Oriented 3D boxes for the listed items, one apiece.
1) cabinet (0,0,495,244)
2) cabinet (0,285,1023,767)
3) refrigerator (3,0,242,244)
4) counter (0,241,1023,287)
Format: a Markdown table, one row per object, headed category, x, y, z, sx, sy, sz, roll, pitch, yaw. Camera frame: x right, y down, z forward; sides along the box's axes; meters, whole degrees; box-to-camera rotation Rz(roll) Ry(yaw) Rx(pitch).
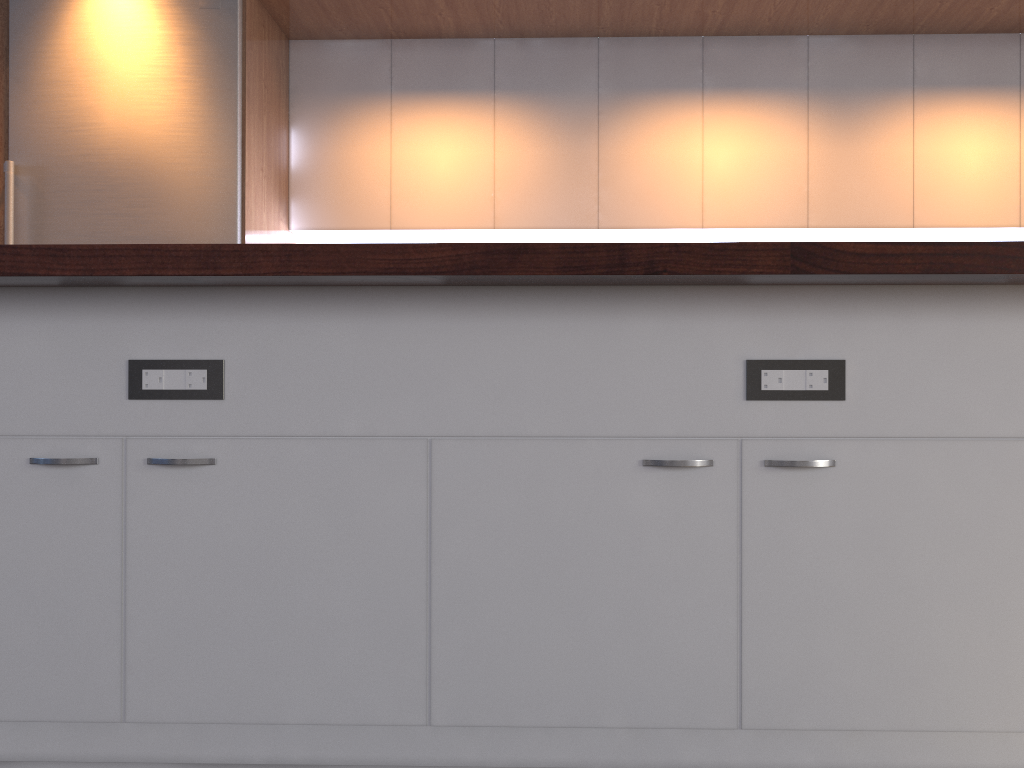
| category | x | y | z | sx | sy | sz | roll | pitch | yaw |
| --- | --- | --- | --- | --- | --- | --- | --- | --- | --- |
| cabinet | 0.472 | -0.611 | 4.760 | 8.096 | 2.562 | 2.382 | 0 | -1 | 2 |
| cabinet | 1.679 | 0.314 | 1.875 | 5.640 | 0.930 | 0.923 | 0 | -1 | 2 |
| refrigerator | -1.584 | -0.543 | 3.672 | 0.957 | 2.190 | 0.219 | 0 | 0 | -1 |
| counter | 1.069 | 0.284 | 1.901 | 6.647 | 0.971 | 1.143 | 0 | -1 | 2 |
